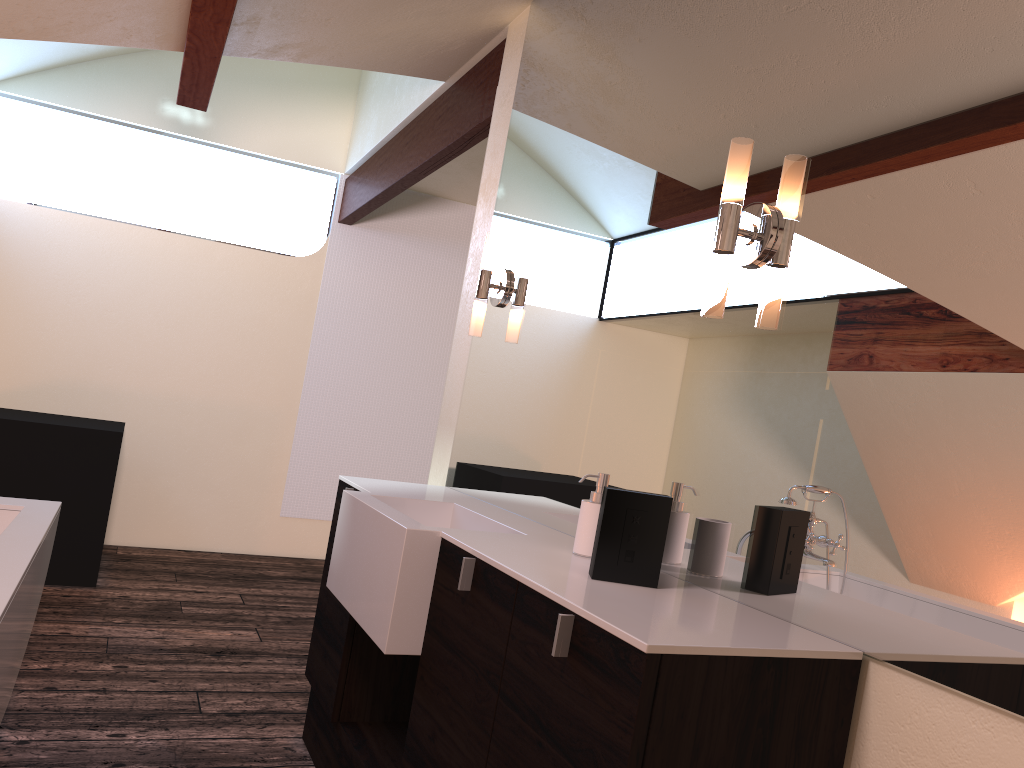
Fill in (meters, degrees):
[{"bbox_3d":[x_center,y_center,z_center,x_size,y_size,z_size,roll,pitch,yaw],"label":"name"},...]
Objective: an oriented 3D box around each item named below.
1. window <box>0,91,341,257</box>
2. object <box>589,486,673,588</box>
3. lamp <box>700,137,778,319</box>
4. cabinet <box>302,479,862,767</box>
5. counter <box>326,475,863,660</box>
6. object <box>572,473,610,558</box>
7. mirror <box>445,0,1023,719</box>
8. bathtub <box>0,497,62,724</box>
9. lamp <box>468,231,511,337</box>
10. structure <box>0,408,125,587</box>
[{"bbox_3d":[-1.447,-1.310,3.774,2.112,0.676,3.512,10,-2,-23],"label":"window"},{"bbox_3d":[0.210,0.301,1.575,0.116,0.178,0.067,9,0,0],"label":"object"},{"bbox_3d":[0.415,-0.314,1.640,0.083,0.365,0.131,9,0,-23],"label":"lamp"},{"bbox_3d":[-0.108,0.841,2.041,0.387,0.922,1.853,9,-2,-23],"label":"cabinet"},{"bbox_3d":[-0.082,0.514,2.031,0.443,0.296,1.852,10,-2,-23],"label":"counter"},{"bbox_3d":[0.173,0.300,1.840,0.080,0.190,0.074,9,0,17],"label":"object"},{"bbox_3d":[0.553,-0.484,1.505,0.011,1.843,3.229,9,-2,-23],"label":"mirror"},{"bbox_3d":[-1.374,0.708,1.559,0.800,0.693,2.212,10,-2,-23],"label":"bathtub"},{"bbox_3d":[-0.069,-0.343,2.782,0.083,0.365,0.131,9,0,-23],"label":"lamp"},{"bbox_3d":[-2.507,0.607,4.505,0.871,0.860,0.799,10,-1,-23],"label":"structure"}]
